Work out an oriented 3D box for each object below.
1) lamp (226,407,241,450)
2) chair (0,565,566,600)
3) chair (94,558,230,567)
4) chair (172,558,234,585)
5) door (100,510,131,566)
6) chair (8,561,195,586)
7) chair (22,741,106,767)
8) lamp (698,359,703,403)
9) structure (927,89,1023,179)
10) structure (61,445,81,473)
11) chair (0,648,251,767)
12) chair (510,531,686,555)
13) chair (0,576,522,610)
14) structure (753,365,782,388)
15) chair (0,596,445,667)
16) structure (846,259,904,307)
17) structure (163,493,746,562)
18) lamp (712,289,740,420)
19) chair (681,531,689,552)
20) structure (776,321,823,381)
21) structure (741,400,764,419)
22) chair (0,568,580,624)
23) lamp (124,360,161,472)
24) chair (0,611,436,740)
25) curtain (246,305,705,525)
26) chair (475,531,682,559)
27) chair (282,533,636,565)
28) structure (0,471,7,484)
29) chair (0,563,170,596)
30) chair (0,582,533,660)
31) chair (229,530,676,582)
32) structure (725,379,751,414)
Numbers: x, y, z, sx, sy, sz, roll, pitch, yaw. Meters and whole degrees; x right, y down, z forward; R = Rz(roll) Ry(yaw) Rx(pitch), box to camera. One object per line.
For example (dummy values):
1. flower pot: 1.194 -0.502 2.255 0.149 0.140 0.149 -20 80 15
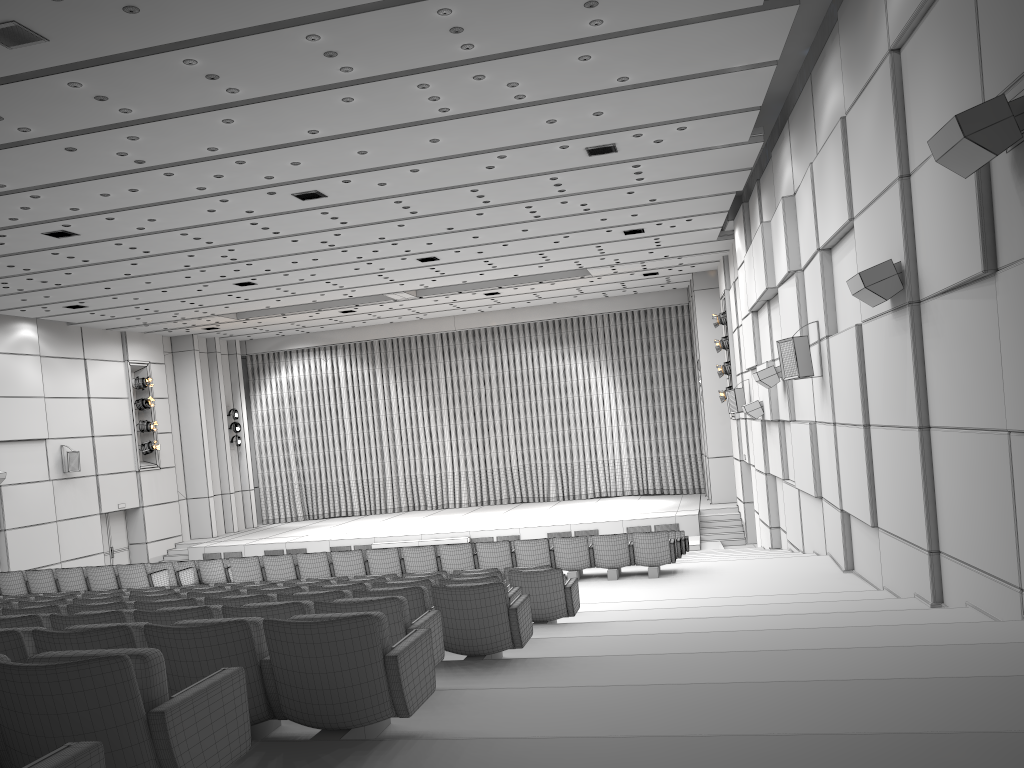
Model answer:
1. lamp: -9.529 1.502 30.303 0.437 1.479 0.384 -5 1 17
2. chair: -5.903 2.791 10.595 13.218 0.622 0.611 -6 -1 12
3. chair: -7.986 3.917 17.753 6.058 0.622 0.611 -6 -1 12
4. chair: -8.250 3.740 16.679 6.609 0.622 0.611 -6 -1 12
5. door: -11.675 4.798 25.765 0.086 2.179 1.695 -5 0 12
6. chair: -8.479 3.560 15.597 6.058 0.622 0.611 -6 -1 12
7. chair: -7.602 1.537 3.045 13.769 0.622 0.611 -6 -1 12
8. lamp: 5.653 -0.086 25.729 0.437 1.479 0.384 -5 1 8
9. structure: 2.906 -1.549 5.478 0.471 0.418 0.519 -5 -1 8
10. structure: -11.769 1.985 23.603 0.409 0.745 0.410 -5 1 -30
11. chair: -7.382 1.719 4.129 13.218 0.622 0.611 -6 -1 12
12. chair: 0.005 3.316 17.121 6.609 0.622 0.611 -6 -1 12
13. chair: -6.396 2.434 8.440 13.218 0.622 0.611 -6 -1 12
14. structure: 4.283 -0.140 14.725 0.471 0.417 0.519 -5 -1 8
15. chair: -6.889 2.076 6.284 13.218 0.622 0.611 -6 -1 12
16. structure: 3.325 -0.931 7.993 0.471 0.417 0.519 -5 -1 9
17. structure: -1.644 4.651 27.799 17.844 0.846 8.308 -6 -3 12
18. lamp: 5.689 -0.736 23.079 0.756 3.343 1.020 -5 1 8
19. chair: 0.498 3.673 19.276 6.609 0.622 0.611 -6 -1 12
20. structure: 3.798 -0.432 11.667 0.409 0.745 0.410 -5 1 -30
21. structure: 4.739 0.474 17.237 0.471 0.417 0.519 -5 -1 9
22. chair: -6.123 2.610 9.512 13.769 0.622 0.611 -6 -1 12
23. lamp: -11.178 0.963 26.781 0.747 3.343 1.017 -5 1 12
24. chair: -7.109 1.895 5.201 13.769 0.622 0.611 -6 -1 12
25. curtain: -1.355 1.065 30.786 16.153 6.525 1.426 -6 1 12
26. chair: -0.488 2.958 14.966 6.609 0.622 0.611 -6 -1 12
27. chair: -0.718 2.778 13.884 6.058 0.622 0.611 -6 -1 12
28. structure: -12.402 2.202 21.019 0.471 0.417 0.519 -5 -1 13
29. chair: -8.743 3.383 14.523 6.609 0.622 0.611 -6 -1 12
30. chair: -6.616 2.252 7.356 13.769 0.622 0.611 -6 -1 12
31. chair: -0.981 2.600 12.810 6.610 0.622 0.611 -6 -1 12
32. structure: 5.124 0.287 19.971 0.409 0.745 0.410 -5 1 -30
